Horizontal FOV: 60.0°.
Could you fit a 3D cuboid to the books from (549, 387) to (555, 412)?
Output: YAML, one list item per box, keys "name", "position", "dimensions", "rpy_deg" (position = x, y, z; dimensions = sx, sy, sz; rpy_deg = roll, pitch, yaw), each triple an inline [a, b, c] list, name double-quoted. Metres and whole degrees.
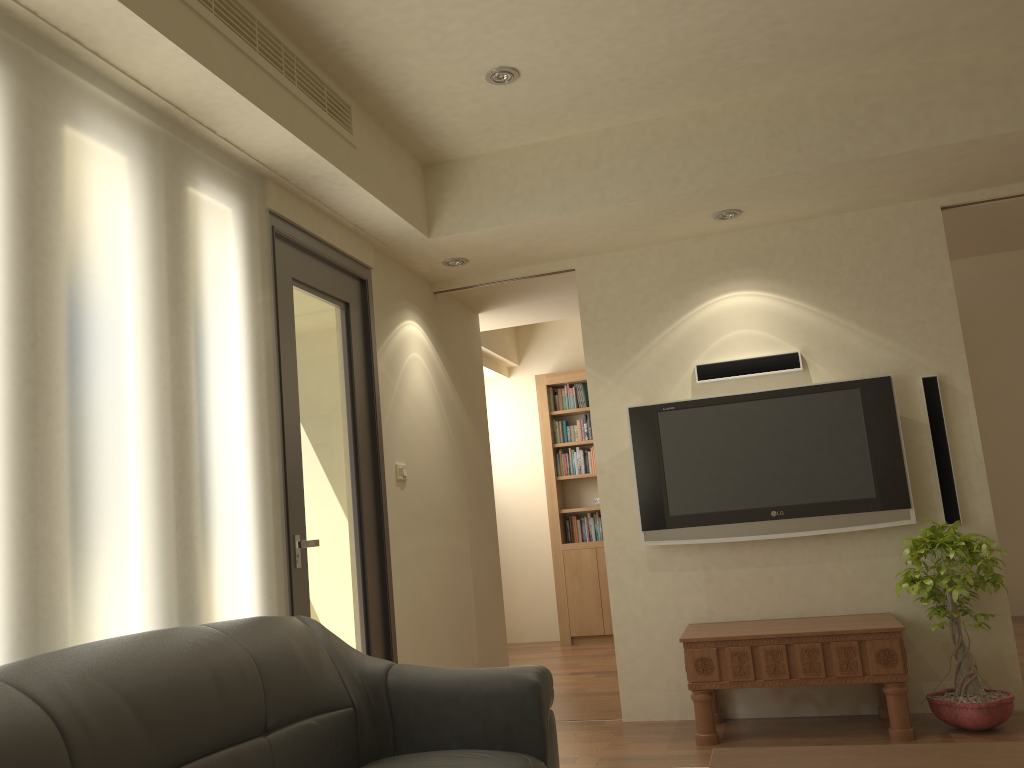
- name: "books"
  position: [0.388, 0.160, 8.350]
  dimensions: [0.026, 0.237, 0.156]
  rpy_deg: [-8, -9, 15]

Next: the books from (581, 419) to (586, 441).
- name: "books"
  position: [0.675, 0.436, 8.245]
  dimensions: [0.026, 0.211, 0.156]
  rpy_deg: [-8, -9, 15]

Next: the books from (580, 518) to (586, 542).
- name: "books"
  position: [0.671, 1.342, 8.184]
  dimensions: [0.036, 0.218, 0.124]
  rpy_deg: [-8, -9, 15]

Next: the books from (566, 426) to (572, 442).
- name: "books"
  position: [0.547, 0.480, 8.300]
  dimensions: [0.036, 0.165, 0.111]
  rpy_deg: [-8, -9, 15]

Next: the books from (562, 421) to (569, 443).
- name: "books"
  position: [0.507, 0.458, 8.308]
  dimensions: [0.036, 0.218, 0.124]
  rpy_deg: [-8, -9, 15]

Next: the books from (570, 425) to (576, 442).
- name: "books"
  position: [0.583, 0.475, 8.291]
  dimensions: [0.036, 0.165, 0.111]
  rpy_deg: [-8, -9, 15]

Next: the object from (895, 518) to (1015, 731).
- name: "object"
  position: [2.085, 1.099, 4.132]
  dimensions: [0.528, 0.957, 0.565]
  rpy_deg: [0, -10, -32]

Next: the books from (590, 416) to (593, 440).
- name: "books"
  position: [0.760, 0.413, 8.233]
  dimensions: [0.026, 0.237, 0.139]
  rpy_deg: [-8, -9, 15]

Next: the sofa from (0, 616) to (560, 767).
- name: "sofa"
  position: [-0.585, 1.023, 1.982]
  dimensions: [0.944, 0.918, 2.337]
  rpy_deg: [-8, -9, 15]

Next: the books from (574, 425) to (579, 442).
- name: "books"
  position: [0.618, 0.470, 8.281]
  dimensions: [0.036, 0.165, 0.111]
  rpy_deg: [-8, -9, 15]

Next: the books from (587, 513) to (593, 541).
- name: "books"
  position: [0.732, 1.314, 8.154]
  dimensions: [0.026, 0.254, 0.154]
  rpy_deg: [-8, -9, 15]

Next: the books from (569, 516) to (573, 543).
- name: "books"
  position: [0.561, 1.343, 8.201]
  dimensions: [0.019, 0.242, 0.152]
  rpy_deg: [-8, -9, 15]

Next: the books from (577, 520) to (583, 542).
- name: "books"
  position: [0.635, 1.353, 8.179]
  dimensions: [0.032, 0.202, 0.150]
  rpy_deg: [-8, -9, 15]

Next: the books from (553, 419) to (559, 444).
- name: "books"
  position: [0.421, 0.457, 8.316]
  dimensions: [0.026, 0.237, 0.156]
  rpy_deg: [-8, -9, 15]

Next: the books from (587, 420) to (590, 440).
- name: "books"
  position: [0.722, 0.436, 8.238]
  dimensions: [0.011, 0.200, 0.143]
  rpy_deg: [-8, -9, 15]

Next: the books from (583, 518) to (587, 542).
- name: "books"
  position: [0.689, 1.338, 8.156]
  dimensions: [0.013, 0.215, 0.168]
  rpy_deg: [-8, -9, 15]

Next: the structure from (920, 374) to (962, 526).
- name: "structure"
  position: [2.177, 0.333, 4.504]
  dimensions: [0.079, 0.764, 0.036]
  rpy_deg: [-8, -9, 15]

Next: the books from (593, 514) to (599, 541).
- name: "books"
  position: [0.785, 1.316, 8.146]
  dimensions: [0.026, 0.237, 0.139]
  rpy_deg: [-8, -9, 15]

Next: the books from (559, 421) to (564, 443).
- name: "books"
  position: [0.477, 0.460, 8.293]
  dimensions: [0.013, 0.215, 0.168]
  rpy_deg: [-8, -9, 15]

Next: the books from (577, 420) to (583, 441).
- name: "books"
  position: [0.644, 0.442, 8.250]
  dimensions: [0.036, 0.206, 0.162]
  rpy_deg: [-8, -9, 15]

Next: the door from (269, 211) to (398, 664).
- name: "door"
  position: [-0.796, 0.538, 3.916]
  dimensions: [0.118, 2.420, 1.011]
  rpy_deg: [-8, -9, 15]

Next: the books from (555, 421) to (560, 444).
- name: "books"
  position: [0.446, 0.464, 8.302]
  dimensions: [0.026, 0.215, 0.167]
  rpy_deg: [-8, -9, 15]

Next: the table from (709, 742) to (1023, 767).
- name: "table"
  position: [0.892, 1.062, 1.619]
  dimensions: [1.045, 0.482, 1.213]
  rpy_deg: [-8, -9, 15]

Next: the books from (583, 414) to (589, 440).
- name: "books"
  position: [0.699, 0.411, 8.242]
  dimensions: [0.026, 0.254, 0.154]
  rpy_deg: [-8, -9, 15]

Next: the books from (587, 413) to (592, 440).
- name: "books"
  position: [0.735, 0.407, 8.237]
  dimensions: [0.019, 0.255, 0.145]
  rpy_deg: [-8, -9, 15]

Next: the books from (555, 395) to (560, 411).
- name: "books"
  position: [0.438, 0.192, 8.355]
  dimensions: [0.036, 0.165, 0.111]
  rpy_deg: [-8, -9, 15]

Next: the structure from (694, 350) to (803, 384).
- name: "structure"
  position: [1.279, -0.092, 4.814]
  dimensions: [0.559, 0.111, 0.048]
  rpy_deg: [-8, -9, 15]

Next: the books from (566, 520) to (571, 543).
- name: "books"
  position: [0.539, 1.362, 8.199]
  dimensions: [0.026, 0.207, 0.163]
  rpy_deg: [-8, -9, 15]

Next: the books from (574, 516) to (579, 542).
- name: "books"
  position: [0.609, 1.339, 8.185]
  dimensions: [0.017, 0.235, 0.157]
  rpy_deg: [-8, -9, 15]

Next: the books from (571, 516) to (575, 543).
- name: "books"
  position: [0.578, 1.341, 8.198]
  dimensions: [0.015, 0.242, 0.148]
  rpy_deg: [-8, -9, 15]

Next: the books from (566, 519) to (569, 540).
- name: "books"
  position: [0.525, 1.363, 8.222]
  dimensions: [0.011, 0.215, 0.127]
  rpy_deg: [-8, -9, 15]

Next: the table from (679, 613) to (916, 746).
- name: "table"
  position: [1.379, 1.432, 4.333]
  dimensions: [1.009, 0.493, 0.538]
  rpy_deg: [-8, -9, 15]

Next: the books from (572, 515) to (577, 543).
- name: "books"
  position: [0.592, 1.338, 8.189]
  dimensions: [0.016, 0.243, 0.158]
  rpy_deg: [-8, -9, 15]

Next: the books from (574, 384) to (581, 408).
- name: "books"
  position: [0.631, 0.126, 8.288]
  dimensions: [0.043, 0.242, 0.148]
  rpy_deg: [-8, -9, 15]

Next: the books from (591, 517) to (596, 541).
- name: "books"
  position: [0.759, 1.331, 8.143]
  dimensions: [0.026, 0.211, 0.156]
  rpy_deg: [-8, -9, 15]

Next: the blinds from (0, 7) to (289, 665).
- name: "blinds"
  position: [-1.280, 0.186, 2.084]
  dimensions: [0.002, 2.453, 2.830]
  rpy_deg: [-8, -9, 15]

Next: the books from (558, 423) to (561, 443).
- name: "books"
  position: [0.466, 0.468, 8.300]
  dimensions: [0.011, 0.202, 0.158]
  rpy_deg: [-8, -9, 15]

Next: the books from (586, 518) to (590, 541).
- name: "books"
  position: [0.714, 1.335, 8.149]
  dimensions: [0.009, 0.215, 0.168]
  rpy_deg: [-8, -9, 15]
